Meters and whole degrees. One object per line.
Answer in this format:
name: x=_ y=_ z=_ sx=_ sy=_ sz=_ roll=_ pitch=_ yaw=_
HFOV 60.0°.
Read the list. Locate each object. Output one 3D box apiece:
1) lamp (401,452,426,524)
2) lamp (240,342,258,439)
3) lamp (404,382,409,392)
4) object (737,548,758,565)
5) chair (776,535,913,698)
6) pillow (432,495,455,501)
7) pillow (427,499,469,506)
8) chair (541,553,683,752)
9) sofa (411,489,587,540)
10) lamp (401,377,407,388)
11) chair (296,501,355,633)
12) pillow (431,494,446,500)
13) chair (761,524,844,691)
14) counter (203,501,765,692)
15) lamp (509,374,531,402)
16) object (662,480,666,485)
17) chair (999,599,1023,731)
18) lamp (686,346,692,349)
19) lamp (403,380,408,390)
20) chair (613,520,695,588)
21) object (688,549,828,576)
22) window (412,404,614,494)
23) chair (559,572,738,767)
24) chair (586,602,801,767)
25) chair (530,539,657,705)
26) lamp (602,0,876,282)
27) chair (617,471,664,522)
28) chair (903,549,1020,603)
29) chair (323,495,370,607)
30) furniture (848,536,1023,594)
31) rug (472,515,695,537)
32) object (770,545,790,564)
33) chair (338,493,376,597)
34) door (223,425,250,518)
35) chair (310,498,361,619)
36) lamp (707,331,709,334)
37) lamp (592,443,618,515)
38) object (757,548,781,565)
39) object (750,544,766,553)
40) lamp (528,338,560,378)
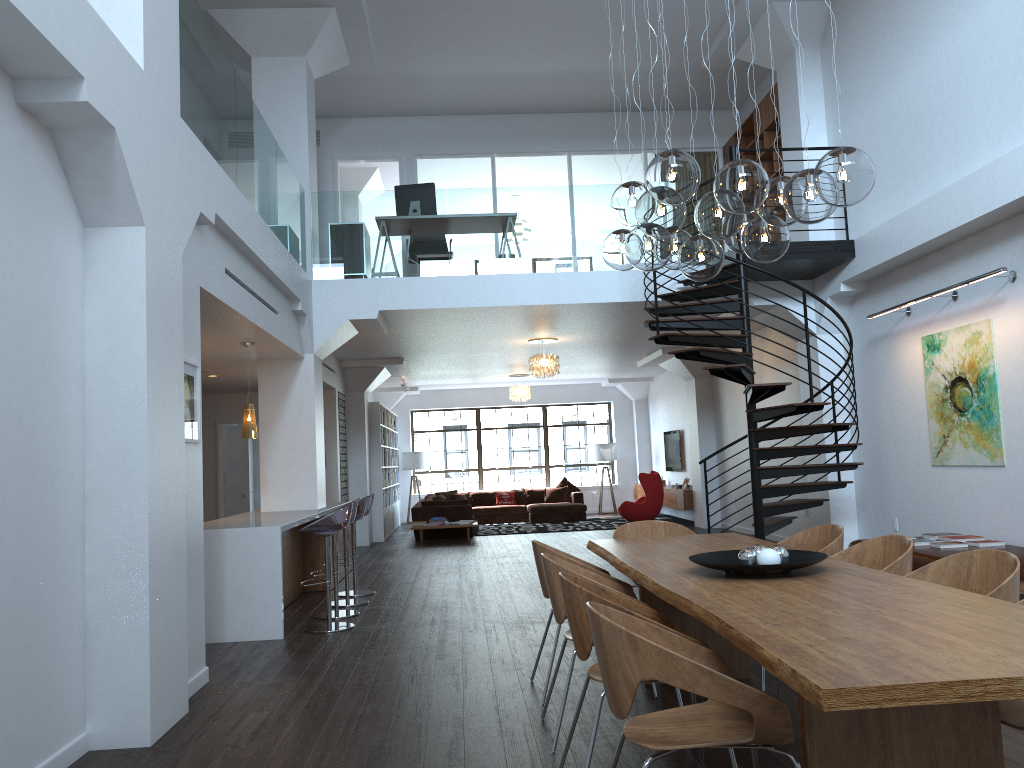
lamp: x=-2.182 y=2.319 z=19.880 sx=0.545 sy=1.579 sz=0.545 roll=-1 pitch=-5 yaw=-15
lamp: x=-1.697 y=-0.331 z=9.436 sx=0.149 sy=1.807 sz=2.842 roll=-6 pitch=-6 yaw=36
lamp: x=-2.174 y=0.065 z=18.251 sx=0.120 sy=0.211 sz=0.111 roll=0 pitch=-6 yaw=-29
object: x=1.037 y=0.767 z=3.877 sx=0.100 sy=0.100 sz=0.100 roll=-7 pitch=-7 yaw=41
chair: x=1.640 y=1.165 z=4.282 sx=0.618 sy=0.833 sz=0.629 roll=-2 pitch=-5 yaw=-2
pillow: x=-1.173 y=2.209 z=16.006 sx=0.559 sy=0.411 sz=0.269 roll=-7 pitch=-7 yaw=42
pillow: x=-1.117 y=2.226 z=15.740 sx=0.750 sy=0.364 sz=0.289 roll=-2 pitch=-5 yaw=-4
chair: x=0.447 y=1.213 z=4.201 sx=0.618 sy=0.833 sz=0.629 roll=-2 pitch=-5 yaw=-4
sofa: x=-0.143 y=2.482 z=17.538 sx=3.481 sy=0.664 sz=4.197 roll=-2 pitch=-5 yaw=-4
lamp: x=-2.114 y=-0.027 z=17.232 sx=0.111 sy=0.211 sz=0.120 roll=-6 pitch=-6 yaw=30
chair: x=-1.499 y=1.470 z=7.215 sx=0.481 sy=1.014 sz=0.530 roll=-2 pitch=-5 yaw=-2
pillow: x=-1.364 y=2.363 z=17.418 sx=0.325 sy=0.391 sz=0.625 roll=-4 pitch=-5 yaw=13
chair: x=1.600 y=1.232 z=5.046 sx=0.617 sy=0.830 sz=0.629 roll=-2 pitch=-5 yaw=-4
counter: x=-1.353 y=1.572 z=7.539 sx=3.039 sy=0.860 sz=8.182 roll=1 pitch=-6 yaw=-33
lamp: x=0.157 y=0.090 z=17.791 sx=0.441 sy=0.539 sz=0.442 roll=-7 pitch=-6 yaw=39
object: x=3.177 y=2.070 z=18.584 sx=0.089 sy=0.110 sz=0.089 roll=-7 pitch=-7 yaw=41
chair: x=1.738 y=1.028 z=2.747 sx=0.618 sy=0.833 sz=0.629 roll=-2 pitch=-5 yaw=-4
lamp: x=2.665 y=-0.581 z=13.373 sx=0.111 sy=0.211 sz=0.120 roll=-6 pitch=-6 yaw=30
lamp: x=-2.144 y=0.019 z=17.735 sx=0.120 sy=0.211 sz=0.111 roll=2 pitch=-7 yaw=-44
chair: x=0.976 y=1.324 z=5.763 sx=0.629 sy=0.833 sz=0.618 roll=-2 pitch=-5 yaw=-9
object: x=1.074 y=0.788 z=3.885 sx=0.592 sy=0.066 sz=0.592 roll=-7 pitch=-7 yaw=44
window: x=0.026 y=1.500 z=20.699 sx=4.648 sy=1.905 sz=0.114 roll=-2 pitch=-5 yaw=-4
chair: x=0.493 y=1.145 z=3.441 sx=0.618 sy=0.833 sz=0.629 roll=-2 pitch=-5 yaw=-4
chair: x=0.538 y=1.077 z=2.678 sx=0.618 sy=0.833 sz=0.629 roll=-2 pitch=-5 yaw=-4
chair: x=0.418 y=1.282 z=4.978 sx=0.618 sy=0.833 sz=0.629 roll=-2 pitch=-5 yaw=-6
lamp: x=0.941 y=-1.614 z=4.406 sx=0.849 sy=2.140 sz=1.787 roll=-2 pitch=-5 yaw=-5
chair: x=2.207 y=1.999 z=15.176 sx=0.801 sy=1.006 sz=0.798 roll=-5 pitch=-5 yaw=22
chair: x=1.704 y=1.097 z=3.524 sx=0.618 sy=0.833 sz=0.629 roll=-2 pitch=-5 yaw=-4
chair: x=-1.586 y=1.584 z=8.477 sx=0.481 sy=1.014 sz=0.530 roll=-2 pitch=-5 yaw=-6
furniture: x=3.530 y=1.517 z=7.131 sx=0.907 sy=0.453 sz=1.819 roll=-2 pitch=-5 yaw=-4
rug: x=1.254 y=2.710 z=17.088 sx=4.200 sy=0.007 sz=3.100 roll=-2 pitch=-5 yaw=-2
object: x=1.161 y=0.756 z=3.875 sx=0.100 sy=0.100 sz=0.100 roll=-7 pitch=-7 yaw=41
chair: x=-1.623 y=1.640 z=9.103 sx=0.481 sy=1.014 sz=0.530 roll=-2 pitch=-5 yaw=-2
door: x=-4.578 y=1.687 z=14.065 sx=0.826 sy=2.032 sz=0.174 roll=-2 pitch=-5 yaw=-4
chair: x=-1.564 y=1.528 z=7.842 sx=0.481 sy=1.014 sz=0.530 roll=-2 pitch=-5 yaw=-6
lamp: x=2.725 y=-0.672 z=12.354 sx=0.120 sy=0.211 sz=0.111 roll=0 pitch=-6 yaw=-29
lamp: x=2.125 y=2.136 z=20.049 sx=0.545 sy=1.579 sz=0.545 roll=-3 pitch=-5 yaw=7
object: x=1.099 y=0.754 z=3.796 sx=0.100 sy=0.100 sz=0.100 roll=-7 pitch=-7 yaw=41
object: x=1.099 y=0.766 z=3.955 sx=0.100 sy=0.100 sz=0.100 roll=-7 pitch=-7 yaw=41
lamp: x=0.458 y=-0.361 z=12.759 sx=0.441 sy=0.539 sz=0.442 roll=-7 pitch=-6 yaw=39
